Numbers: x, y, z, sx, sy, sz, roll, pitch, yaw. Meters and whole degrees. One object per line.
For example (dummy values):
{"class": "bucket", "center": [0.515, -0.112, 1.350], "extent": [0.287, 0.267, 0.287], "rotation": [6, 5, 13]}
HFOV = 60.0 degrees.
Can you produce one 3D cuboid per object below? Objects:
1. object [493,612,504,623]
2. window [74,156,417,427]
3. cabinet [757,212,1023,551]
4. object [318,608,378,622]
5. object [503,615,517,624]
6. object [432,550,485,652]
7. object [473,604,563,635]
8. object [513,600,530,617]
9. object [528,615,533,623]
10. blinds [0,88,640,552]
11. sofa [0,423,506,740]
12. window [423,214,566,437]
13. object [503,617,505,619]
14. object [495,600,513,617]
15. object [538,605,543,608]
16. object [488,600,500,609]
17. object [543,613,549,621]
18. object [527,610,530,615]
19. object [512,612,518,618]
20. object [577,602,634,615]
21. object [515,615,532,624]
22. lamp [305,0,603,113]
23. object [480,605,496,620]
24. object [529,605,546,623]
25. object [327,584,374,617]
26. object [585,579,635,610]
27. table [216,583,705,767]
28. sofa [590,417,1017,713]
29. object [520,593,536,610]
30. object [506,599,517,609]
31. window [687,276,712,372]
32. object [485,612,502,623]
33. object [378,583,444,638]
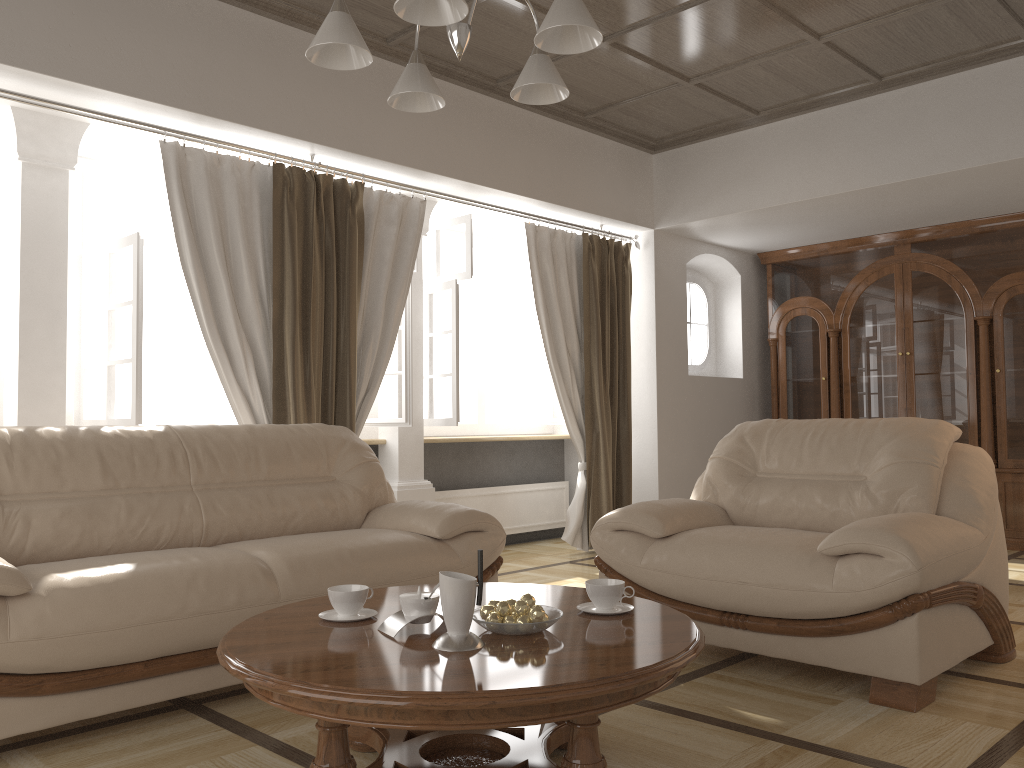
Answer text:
{"class": "object", "center": [-0.039, 0.567, 2.127], "extent": [0.038, 0.040, 0.040], "rotation": [-1, -3, 5]}
{"class": "window", "center": [-1.445, -0.425, 4.959], "extent": [0.784, 1.500, 1.759], "rotation": [-3, -4, 44]}
{"class": "cabinet", "center": [3.095, 0.014, 6.754], "extent": [2.360, 2.298, 0.587], "rotation": [-3, -4, 45]}
{"class": "object", "center": [-0.422, 0.596, 2.283], "extent": [0.150, 0.010, 0.150], "rotation": [-2, -3, 30]}
{"class": "object", "center": [-0.003, 0.564, 2.087], "extent": [0.039, 0.040, 0.038], "rotation": [-2, -3, 35]}
{"class": "object", "center": [-0.121, 0.480, 1.993], "extent": [0.119, 0.210, 0.119], "rotation": [-2, -3, 22]}
{"class": "object", "center": [0.010, 0.571, 2.131], "extent": [0.227, 0.039, 0.227], "rotation": [0, -3, -20]}
{"class": "object", "center": [0.021, 0.531, 2.093], "extent": [0.037, 0.041, 0.040], "rotation": [1, -3, -22]}
{"class": "object", "center": [0.034, 0.566, 2.106], "extent": [0.040, 0.038, 0.041], "rotation": [0, -3, -17]}
{"class": "blinds", "center": [-1.085, -0.054, 4.467], "extent": [0.285, 2.294, 5.765], "rotation": [-3, -4, 45]}
{"class": "sofa", "center": [-1.115, 0.592, 3.209], "extent": [1.051, 0.900, 2.135], "rotation": [-3, -4, 45]}
{"class": "window", "center": [-0.038, -0.375, 6.364], "extent": [0.782, 1.500, 1.653], "rotation": [-3, -4, 45]}
{"class": "object", "center": [-0.019, 0.570, 2.165], "extent": [0.040, 0.037, 0.040], "rotation": [0, -3, -20]}
{"class": "object", "center": [-0.019, 0.536, 2.113], "extent": [0.038, 0.039, 0.040], "rotation": [-2, -3, 29]}
{"class": "object", "center": [0.060, 0.563, 2.182], "extent": [0.039, 0.039, 0.040], "rotation": [1, -3, -34]}
{"class": "object", "center": [-0.041, 0.555, 2.196], "extent": [0.040, 0.040, 0.038], "rotation": [-2, -3, 24]}
{"class": "object", "center": [0.067, 0.556, 2.088], "extent": [0.038, 0.041, 0.041], "rotation": [-2, -3, 29]}
{"class": "object", "center": [0.040, 0.568, 2.146], "extent": [0.040, 0.039, 0.039], "rotation": [-2, -3, 34]}
{"class": "object", "center": [0.003, 0.568, 2.129], "extent": [0.039, 0.038, 0.041], "rotation": [0, -3, -3]}
{"class": "object", "center": [0.246, 0.592, 2.335], "extent": [0.150, 0.010, 0.150], "rotation": [-2, -3, 34]}
{"class": "object", "center": [0.028, 0.557, 2.065], "extent": [0.039, 0.039, 0.041], "rotation": [-2, -3, 22]}
{"class": "lamp", "center": [-0.119, -1.364, 2.315], "extent": [0.741, 1.094, 0.713], "rotation": [-3, -4, 45]}
{"class": "object", "center": [-0.058, 0.557, 2.161], "extent": [0.041, 0.038, 0.039], "rotation": [0, -3, -2]}
{"class": "object", "center": [0.058, 0.535, 2.056], "extent": [0.038, 0.042, 0.038], "rotation": [1, -3, -37]}
{"class": "object", "center": [-0.422, 0.562, 2.290], "extent": [0.105, 0.071, 0.114], "rotation": [-1, -3, 5]}
{"class": "object", "center": [0.248, 0.557, 2.332], "extent": [0.105, 0.071, 0.114], "rotation": [1, -3, -30]}
{"class": "table", "center": [-0.116, 0.791, 2.198], "extent": [1.167, 0.392, 1.169], "rotation": [-3, -3, 40]}
{"class": "sofa", "center": [1.122, 0.583, 3.484], "extent": [1.318, 0.900, 1.052], "rotation": [-3, -4, 45]}
{"class": "object", "center": [0.038, 0.534, 2.169], "extent": [0.038, 0.044, 0.038], "rotation": [2, -3, -39]}
{"class": "object", "center": [-0.004, 0.555, 2.210], "extent": [0.039, 0.039, 0.041], "rotation": [-1, -3, 4]}
{"class": "window", "center": [1.441, -0.487, 7.214], "extent": [0.050, 0.784, 0.600], "rotation": [-3, -4, 45]}
{"class": "object", "center": [-0.043, 0.559, 2.089], "extent": [0.037, 0.040, 0.041], "rotation": [1, -3, -32]}
{"class": "object", "center": [-0.223, 0.527, 2.147], "extent": [0.178, 0.133, 0.104], "rotation": [1, -3, -30]}
